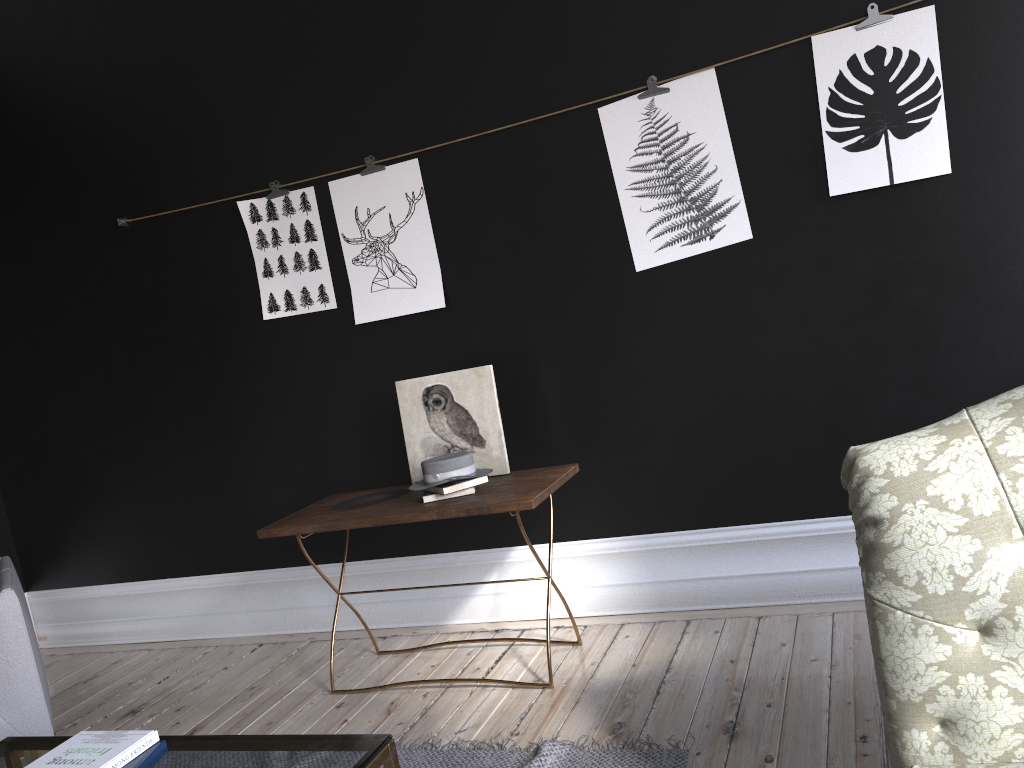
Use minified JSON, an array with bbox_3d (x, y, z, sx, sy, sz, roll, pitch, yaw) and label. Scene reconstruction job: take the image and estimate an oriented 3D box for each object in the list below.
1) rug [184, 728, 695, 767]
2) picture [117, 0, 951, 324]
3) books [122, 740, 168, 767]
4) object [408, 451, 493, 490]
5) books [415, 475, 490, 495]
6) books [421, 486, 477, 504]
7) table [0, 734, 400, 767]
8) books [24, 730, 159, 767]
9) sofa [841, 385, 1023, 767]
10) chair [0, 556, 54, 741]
[{"bbox_3d":[-1.040,1.449,1.375,2.108,0.050,3.634,-9,5,22],"label":"rug"},{"bbox_3d":[0.173,-0.781,3.587,4.462,0.772,0.057,-10,6,22],"label":"picture"},{"bbox_3d":[-0.843,0.805,1.763,0.193,0.030,0.289,-11,5,6],"label":"books"},{"bbox_3d":[-0.239,0.317,3.339,0.328,0.088,0.258,-12,5,-12],"label":"object"},{"bbox_3d":[-0.232,0.372,3.379,0.192,0.030,0.289,-14,5,-27],"label":"books"},{"bbox_3d":[-0.231,0.399,3.411,0.203,0.029,0.268,-11,4,2],"label":"books"},{"bbox_3d":[-0.937,1.158,1.336,1.094,0.559,1.445,-9,5,22],"label":"table"},{"bbox_3d":[-0.908,0.788,1.789,0.220,0.024,0.306,-10,5,22],"label":"books"},{"bbox_3d":[0.977,0.576,0.383,1.608,1.163,2.805,-9,5,23],"label":"sofa"},{"bbox_3d":[-2.029,1.095,3.011,0.817,0.864,0.770,-14,6,-27],"label":"chair"}]
